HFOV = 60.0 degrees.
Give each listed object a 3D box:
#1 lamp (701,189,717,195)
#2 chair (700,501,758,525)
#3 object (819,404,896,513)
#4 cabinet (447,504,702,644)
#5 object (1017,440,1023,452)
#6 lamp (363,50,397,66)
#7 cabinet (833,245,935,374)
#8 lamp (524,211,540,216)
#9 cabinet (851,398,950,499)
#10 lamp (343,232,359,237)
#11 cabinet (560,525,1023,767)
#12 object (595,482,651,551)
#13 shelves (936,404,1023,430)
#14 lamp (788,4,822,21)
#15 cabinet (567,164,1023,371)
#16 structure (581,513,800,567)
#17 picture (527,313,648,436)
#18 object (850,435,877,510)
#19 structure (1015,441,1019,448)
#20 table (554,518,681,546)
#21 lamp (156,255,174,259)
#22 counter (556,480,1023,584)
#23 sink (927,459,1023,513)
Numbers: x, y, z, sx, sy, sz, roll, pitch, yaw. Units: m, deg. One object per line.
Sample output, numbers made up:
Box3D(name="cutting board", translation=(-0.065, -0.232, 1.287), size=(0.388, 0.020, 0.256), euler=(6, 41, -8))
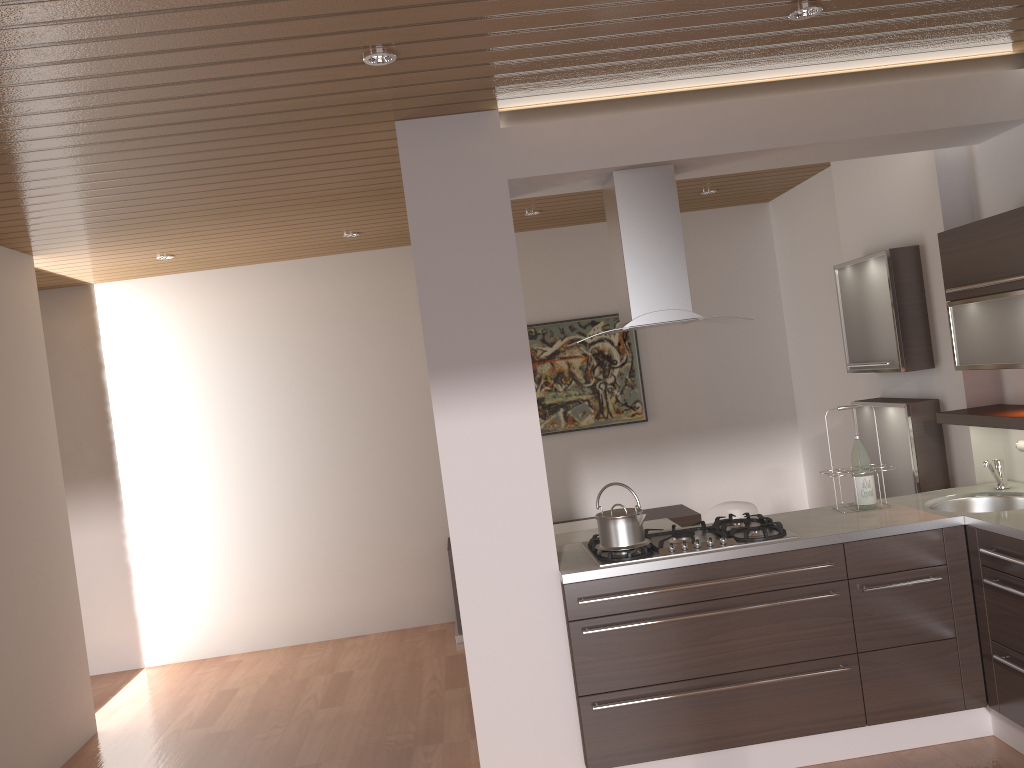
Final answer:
Box3D(name="lamp", translation=(1.270, -1.265, 5.738), size=(0.102, 0.055, 0.102), euler=(-7, 0, 13))
Box3D(name="chair", translation=(1.045, 1.087, 4.628), size=(0.608, 0.847, 0.491), euler=(-8, 0, -34))
Box3D(name="object", translation=(1.503, 0.317, 3.882), size=(0.291, 0.453, 0.210), euler=(-8, 0, 1))
Box3D(name="cabinet", translation=(0.441, 1.278, 6.103), size=(1.740, 0.608, 0.540), euler=(-8, 0, -4))
Box3D(name="object", translation=(2.208, 0.300, 3.739), size=(0.053, 0.119, 0.165), euler=(-8, 0, -4))
Box3D(name="lamp", translation=(-0.409, -1.024, 2.723), size=(0.102, 0.055, 0.102), euler=(-8, 0, -21))
Box3D(name="cabinet", translation=(1.830, -0.353, 4.548), size=(0.172, 0.600, 0.619), euler=(-8, 0, -18))
Box3D(name="lamp", translation=(0.127, -1.113, 5.662), size=(0.102, 0.055, 0.102), euler=(-7, 0, 13))
Box3D(name="cabinet", translation=(1.986, 0.383, 4.576), size=(0.194, 0.600, 0.598), euler=(-8, 0, -4))
Box3D(name="lamp", translation=(-1.016, -0.962, 5.587), size=(0.102, 0.055, 0.102), euler=(-8, 0, -21))
Box3D(name="cabinet", translation=(1.335, 1.047, 3.079), size=(2.150, 0.870, 1.850), euler=(-8, 0, -4))
Box3D(name="object", translation=(0.427, 0.517, 3.538), size=(0.221, 0.251, 0.221), euler=(-8, 0, -11))
Box3D(name="shelves", translation=(2.152, 0.133, 3.135), size=(0.313, 0.050, 1.850), euler=(-8, 0, -4))
Box3D(name="lamp", translation=(0.927, -1.201, 2.811), size=(0.102, 0.055, 0.102), euler=(-8, 0, -32))
Box3D(name="cabinet", translation=(1.228, -0.482, 3.130), size=(2.058, 1.032, 1.399), euler=(-8, 0, 0))
Box3D(name="structure", translation=(0.710, 0.628, 3.672), size=(0.797, 0.047, 0.494), euler=(-8, 0, -4))
Box3D(name="picture", translation=(0.300, -0.043, 6.373), size=(1.277, 0.801, 0.018), euler=(-8, 0, -4))
Box3D(name="object", translation=(1.511, 0.381, 3.830), size=(0.091, 0.319, 0.091), euler=(-7, 0, 31))
Box3D(name="structure", translation=(2.229, 0.263, 3.726), size=(0.087, 0.049, 0.237), euler=(-8, 0, -3))
Box3D(name="table", translation=(0.578, 1.194, 4.507), size=(0.800, 0.758, 1.100), euler=(-8, 0, -4))
Box3D(name="lamp", translation=(-2.158, -0.810, 5.511), size=(0.102, 0.055, 0.102), euler=(-8, 0, -21))
Box3D(name="counter", translation=(1.276, 0.598, 3.077), size=(2.150, 0.036, 1.850), euler=(-8, 0, -4))
Box3D(name="sink", translation=(1.961, 0.504, 3.693), size=(0.450, 0.347, 0.494), euler=(-8, 0, 2))
